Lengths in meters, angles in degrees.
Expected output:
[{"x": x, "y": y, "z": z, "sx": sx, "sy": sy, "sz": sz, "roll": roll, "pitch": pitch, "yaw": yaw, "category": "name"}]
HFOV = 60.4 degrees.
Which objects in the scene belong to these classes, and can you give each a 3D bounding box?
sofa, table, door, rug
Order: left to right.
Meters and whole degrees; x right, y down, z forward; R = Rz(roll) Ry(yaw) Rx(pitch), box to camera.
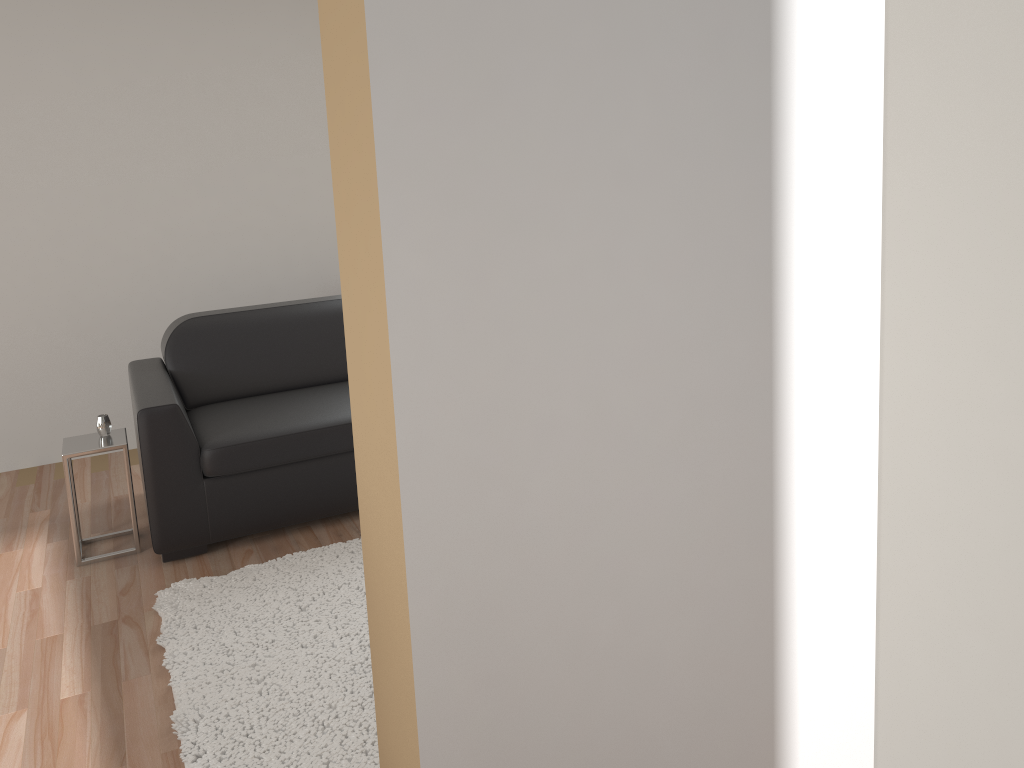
[{"x": -1.687, "y": 0.458, "z": 3.622, "sx": 0.240, "sy": 0.460, "sz": 0.231, "roll": -8, "pitch": 11, "yaw": -24, "category": "table"}, {"x": -0.593, "y": 0.032, "z": 4.249, "sx": 2.273, "sy": 0.818, "sz": 0.968, "roll": -10, "pitch": 15, "yaw": -24, "category": "sofa"}, {"x": -0.125, "y": 0.762, "z": 3.038, "sx": 2.038, "sy": 0.044, "sz": 1.476, "roll": -10, "pitch": 17, "yaw": -24, "category": "rug"}, {"x": 0.518, "y": 0.241, "z": 0.076, "sx": 0.060, "sy": 2.595, "sz": 1.206, "roll": -7, "pitch": 11, "yaw": -24, "category": "door"}]

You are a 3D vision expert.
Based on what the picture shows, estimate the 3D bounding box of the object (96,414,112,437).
[{"x": -1.688, "y": 0.171, "z": 3.638, "sx": 0.058, "sy": 0.084, "sz": 0.058, "roll": 5, "pitch": 14, "yaw": 34, "category": "object"}]
